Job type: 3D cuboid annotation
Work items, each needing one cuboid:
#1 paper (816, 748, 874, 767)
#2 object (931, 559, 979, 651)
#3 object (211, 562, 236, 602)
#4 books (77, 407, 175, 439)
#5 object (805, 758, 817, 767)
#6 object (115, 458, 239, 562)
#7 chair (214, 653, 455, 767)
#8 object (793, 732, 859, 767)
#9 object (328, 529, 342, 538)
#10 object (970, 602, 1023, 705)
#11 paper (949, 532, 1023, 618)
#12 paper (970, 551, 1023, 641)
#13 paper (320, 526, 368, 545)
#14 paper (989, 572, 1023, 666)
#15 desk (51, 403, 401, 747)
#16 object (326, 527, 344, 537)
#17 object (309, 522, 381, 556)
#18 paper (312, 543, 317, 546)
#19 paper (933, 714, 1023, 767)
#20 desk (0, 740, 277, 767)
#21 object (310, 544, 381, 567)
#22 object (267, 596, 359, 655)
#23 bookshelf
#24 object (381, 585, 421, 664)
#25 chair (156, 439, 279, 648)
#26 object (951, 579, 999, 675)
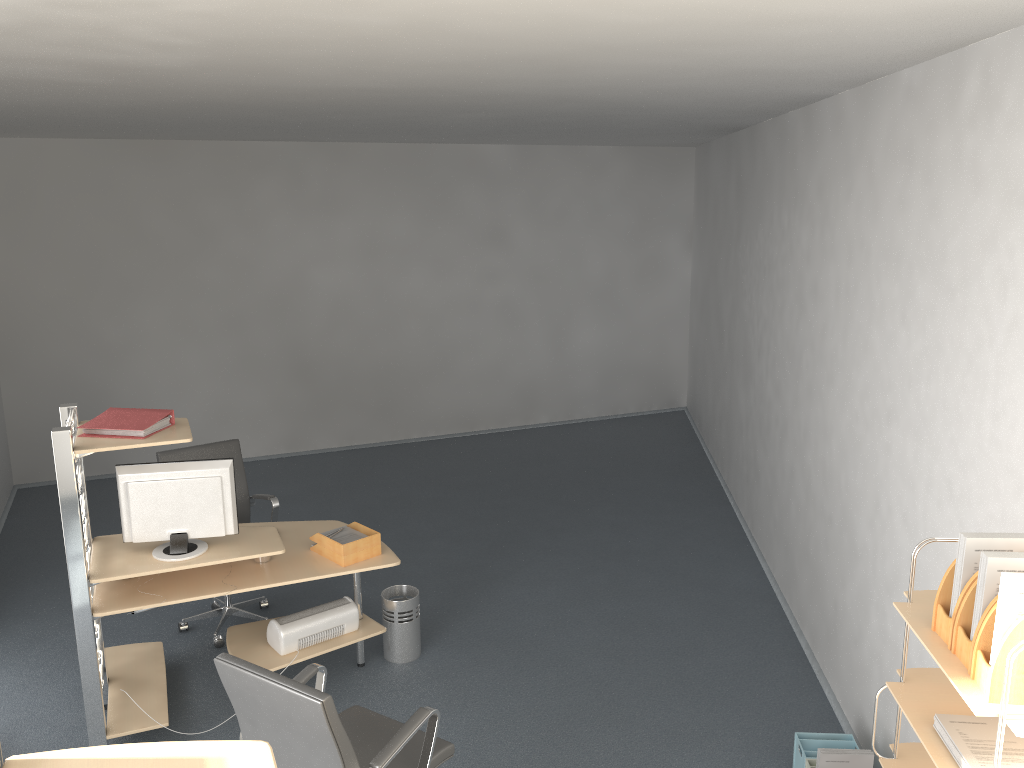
[{"bbox_3d":[1.343,1.620,3.605,0.220,0.306,0.068,0,12,4],"label":"paper"},{"bbox_3d":[1.228,0.535,2.263,0.243,0.259,0.113,0,12,2],"label":"object"},{"bbox_3d":[-1.411,0.893,4.428,0.478,0.082,0.814,-4,13,-15],"label":"object"},{"bbox_3d":[-1.748,0.175,4.023,0.320,0.072,0.262,2,12,9],"label":"books"},{"bbox_3d":[1.345,1.686,3.634,0.245,0.202,0.185,0,12,4],"label":"object"},{"bbox_3d":[-1.562,0.577,4.103,0.516,0.418,0.245,-1,12,-1],"label":"object"},{"bbox_3d":[-0.591,1.368,3.138,0.584,1.048,0.652,7,14,32],"label":"chair"},{"bbox_3d":[1.357,1.647,3.815,0.245,0.202,0.185,0,12,4],"label":"object"},{"bbox_3d":[-0.914,0.772,4.549,0.008,0.009,0.159,5,13,22],"label":"object"},{"bbox_3d":[1.206,0.588,2.021,0.243,0.259,0.113,1,12,8],"label":"object"},{"bbox_3d":[1.229,0.520,2.238,0.213,0.297,0.045,0,12,2],"label":"paper"},{"bbox_3d":[1.221,0.546,2.118,0.213,0.297,0.045,1,12,5],"label":"paper"},{"bbox_3d":[-0.850,0.789,4.507,0.210,0.010,0.297,-12,17,-42],"label":"paper"},{"bbox_3d":[1.204,0.573,1.997,0.213,0.297,0.045,1,12,8],"label":"paper"},{"bbox_3d":[-1.409,0.807,4.541,1.469,1.566,0.967,-6,13,-22],"label":"desk"},{"bbox_3d":[-0.920,0.765,4.578,0.008,0.009,0.159,7,14,30],"label":"object"},{"bbox_3d":[-0.849,0.773,4.503,0.225,0.060,0.309,-12,17,-42],"label":"object"},{"bbox_3d":[-0.849,0.840,4.518,0.210,0.019,0.297,-12,17,-42],"label":"paper"},{"bbox_3d":[1.205,0.921,2.183,0.213,0.046,0.297,0,12,4],"label":"paper"},{"bbox_3d":[-0.326,1.343,2.022,1.469,1.566,0.967,-6,13,-22],"label":"desk"},{"bbox_3d":[-0.849,0.828,4.515,0.225,0.060,0.309,-12,17,-42],"label":"object"},{"bbox_3d":[-1.068,1.216,4.616,0.438,0.162,0.351,-10,15,-37],"label":"object"},{"bbox_3d":[1.229,1.259,2.352,0.381,1.572,0.724,1,12,5],"label":"bookshelf"},{"bbox_3d":[-0.614,1.334,4.921,0.208,0.377,0.208,4,13,20],"label":"object"},{"bbox_3d":[-1.700,0.930,5.205,0.584,1.048,0.652,-9,15,-35],"label":"chair"},{"bbox_3d":[1.221,0.561,2.142,0.243,0.259,0.113,1,12,5],"label":"object"}]
